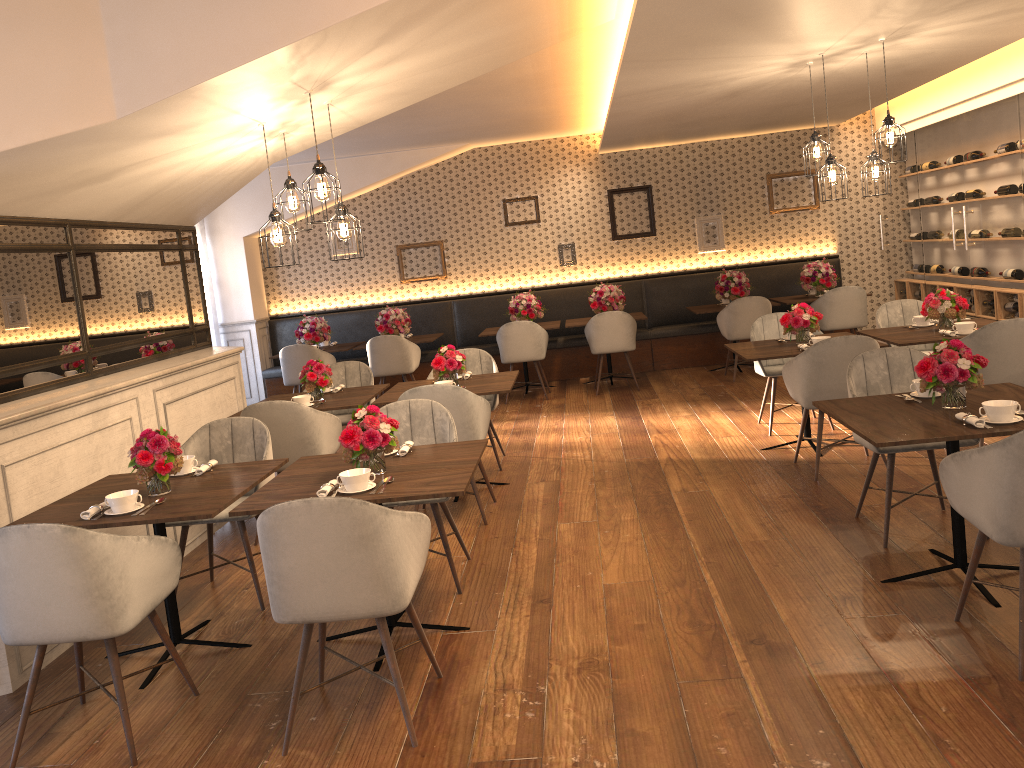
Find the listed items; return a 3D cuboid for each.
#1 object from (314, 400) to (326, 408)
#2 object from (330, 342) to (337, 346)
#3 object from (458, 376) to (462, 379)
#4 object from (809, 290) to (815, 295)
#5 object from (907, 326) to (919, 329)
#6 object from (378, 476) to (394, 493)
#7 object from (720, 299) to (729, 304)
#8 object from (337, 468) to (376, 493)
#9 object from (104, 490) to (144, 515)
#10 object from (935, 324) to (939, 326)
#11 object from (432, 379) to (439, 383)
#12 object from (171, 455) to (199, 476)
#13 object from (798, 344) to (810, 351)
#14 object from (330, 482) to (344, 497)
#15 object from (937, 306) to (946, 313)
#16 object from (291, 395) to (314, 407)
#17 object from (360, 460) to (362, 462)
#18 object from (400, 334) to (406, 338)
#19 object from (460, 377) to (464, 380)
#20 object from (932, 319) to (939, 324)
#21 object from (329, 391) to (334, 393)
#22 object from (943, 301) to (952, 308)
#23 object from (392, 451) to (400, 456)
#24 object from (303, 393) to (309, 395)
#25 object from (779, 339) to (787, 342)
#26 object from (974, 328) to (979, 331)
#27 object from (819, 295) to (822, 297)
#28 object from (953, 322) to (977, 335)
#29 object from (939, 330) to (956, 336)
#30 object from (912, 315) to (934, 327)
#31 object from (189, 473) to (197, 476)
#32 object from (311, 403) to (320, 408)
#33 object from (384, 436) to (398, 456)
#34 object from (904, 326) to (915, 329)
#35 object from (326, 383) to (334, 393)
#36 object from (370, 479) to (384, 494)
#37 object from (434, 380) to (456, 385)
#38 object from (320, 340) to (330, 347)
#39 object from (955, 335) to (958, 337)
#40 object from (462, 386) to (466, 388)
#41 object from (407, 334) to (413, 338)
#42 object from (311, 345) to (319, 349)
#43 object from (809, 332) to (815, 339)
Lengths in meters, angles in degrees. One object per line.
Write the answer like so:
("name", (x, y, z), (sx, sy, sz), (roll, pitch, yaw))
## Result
("object", (-1.268, 0.131, 5.831), (0.043, 0.015, 0.198), (-5, 8, 9))
("object", (-2.138, -0.483, 10.621), (0.056, 0.039, 0.177), (-6, 8, 5))
("object", (-0.433, -0.067, 6.349), (0.149, 0.072, 0.148), (-10, 9, -27))
("object", (3.474, -1.063, 10.161), (0.149, 0.072, 0.148), (-13, 10, -42))
("object", (2.884, -0.406, 6.358), (0.022, 0.004, 0.212), (-6, 8, 5))
("object", (-0.496, 0.392, 3.450), (0.043, 0.015, 0.198), (-5, 8, 9))
("object", (2.481, -0.964, 10.242), (0.149, 0.072, 0.148), (-12, 10, -37))
("object", (-0.605, 0.378, 3.437), (0.149, 0.072, 0.148), (-10, 9, -27))
("object", (-1.542, 0.472, 3.513), (0.149, 0.072, 0.148), (-10, 9, -27))
("object", (3.040, -0.435, 6.361), (0.025, 0.024, 0.194), (-6, 8, 5))
("object", (-0.543, -0.025, 6.342), (0.043, 0.015, 0.198), (-6, 8, 1))
("object", (-1.534, 0.382, 4.121), (0.149, 0.072, 0.148), (-10, 9, -27))
("object", (1.930, -0.243, 5.852), (0.056, 0.039, 0.177), (-6, 8, 5))
("object", (-0.681, 0.408, 3.455), (0.025, 0.024, 0.194), (-6, 8, 5))
("object", (2.905, -0.508, 5.999), (0.049, 0.051, 0.078), (-5, 7, 15))
("object", (-1.377, 0.116, 5.818), (0.149, 0.072, 0.148), (-10, 9, -27))
("object", (-0.673, 0.334, 4.028), (0.022, 0.004, 0.212), (-6, 8, 5))
("object", (-1.334, -0.580, 10.553), (0.149, 0.072, 0.148), (-12, 10, -37))
("object", (-0.352, -0.050, 6.335), (0.025, 0.024, 0.194), (-6, 8, 5))
("object", (3.074, -0.447, 6.367), (0.056, 0.039, 0.177), (-6, 8, 5))
("object", (-1.289, 0.044, 6.412), (0.025, 0.024, 0.194), (-6, 8, 5))
("object", (2.924, -0.538, 5.982), (0.048, 0.052, 0.077), (-8, 7, -16))
("object", (-0.517, 0.305, 4.031), (0.025, 0.024, 0.194), (-6, 8, 5))
("object", (-1.480, 0.069, 6.418), (0.043, 0.015, 0.198), (-6, 8, 1))
("object", (1.973, -0.315, 6.432), (0.022, 0.004, 0.212), (-6, 8, 5))
("object", (3.068, -0.348, 5.780), (0.043, 0.015, 0.198), (-6, 8, 1))
("object", (3.356, -0.946, 9.564), (0.056, 0.039, 0.177), (-6, 8, 5))
("object", (2.951, -0.363, 5.768), (0.148, 0.072, 0.149), (-9, 8, -18))
("object", (2.840, -0.334, 5.778), (0.056, 0.039, 0.177), (-6, 8, 5))
("object", (2.959, -0.452, 6.375), (0.148, 0.072, 0.149), (-9, 8, -18))
("object", (-1.454, 0.399, 4.107), (0.025, 0.024, 0.194), (-6, 8, 5))
("object", (-1.294, 0.139, 5.841), (0.022, 0.004, 0.212), (-6, 8, 5))
("object", (-0.598, 0.288, 4.044), (0.149, 0.072, 0.148), (-10, 9, -27))
("object", (2.856, -0.410, 6.367), (0.043, 0.015, 0.198), (-5, 8, 9))
("object", (-1.370, 0.027, 6.426), (0.149, 0.072, 0.148), (-10, 9, -27))
("object", (-0.522, 0.400, 3.460), (0.022, 0.004, 0.212), (-6, 8, 5))
("object", (-0.440, 0.022, 5.742), (0.149, 0.072, 0.148), (-10, 9, -27))
("object", (-2.253, -0.488, 10.628), (0.149, 0.072, 0.148), (-12, 10, -37))
("object", (2.876, -0.333, 5.785), (0.025, 0.024, 0.194), (-6, 8, 5))
("object", (-0.331, 0.037, 5.755), (0.043, 0.015, 0.198), (-5, 8, 9))
("object", (-1.219, -0.575, 10.546), (0.056, 0.039, 0.177), (-6, 8, 5))
("object", (-2.261, -0.399, 10.021), (0.149, 0.072, 0.148), (-12, 10, -37))
("object", (2.163, -0.355, 6.442), (0.056, 0.039, 0.177), (-6, 8, 5))
